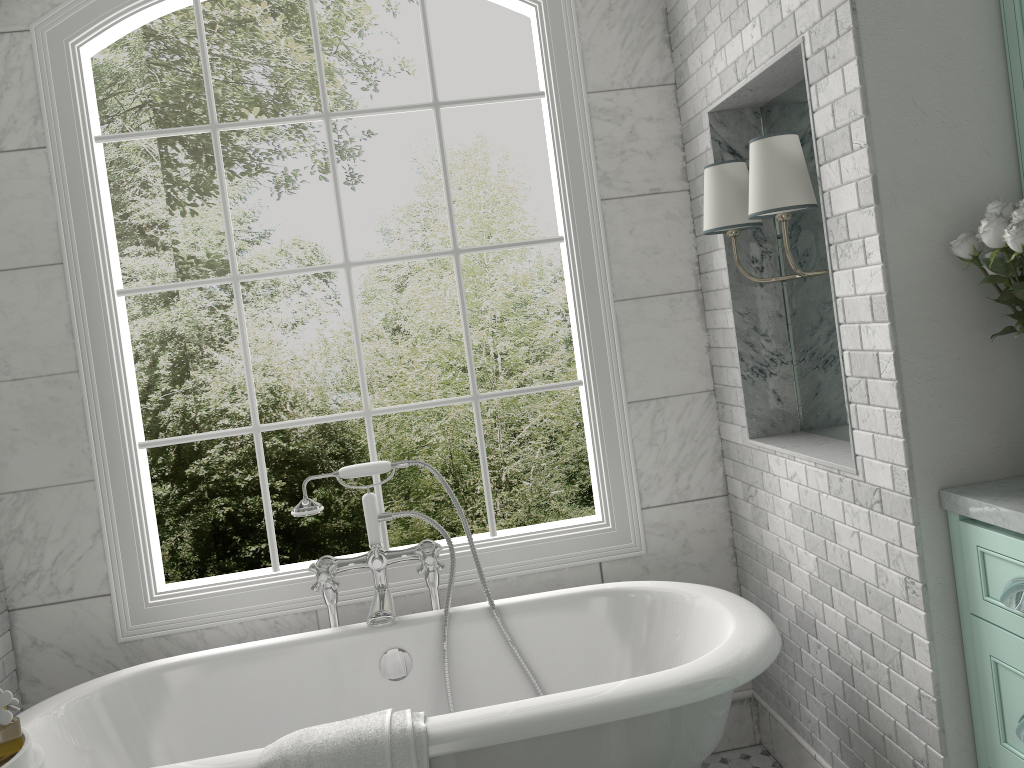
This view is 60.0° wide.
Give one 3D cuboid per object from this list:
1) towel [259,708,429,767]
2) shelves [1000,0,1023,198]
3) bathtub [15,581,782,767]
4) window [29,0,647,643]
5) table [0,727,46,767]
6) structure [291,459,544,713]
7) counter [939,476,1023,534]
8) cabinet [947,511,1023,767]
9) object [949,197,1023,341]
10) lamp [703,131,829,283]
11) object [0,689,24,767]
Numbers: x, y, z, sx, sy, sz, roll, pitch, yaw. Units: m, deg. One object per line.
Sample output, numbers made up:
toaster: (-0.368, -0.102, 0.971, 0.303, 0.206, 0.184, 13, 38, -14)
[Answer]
towel: (-0.352, 1.000, 2.039, 0.375, 0.463, 0.453, -8, 3, -5)
shelves: (1.523, -0.812, 0.665, 0.465, 2.121, 2.811, -8, 3, -7)
bathtub: (-0.290, 1.150, 2.445, 2.166, 0.757, 0.942, -8, 3, -7)
window: (-0.576, -0.414, 3.101, 1.832, 2.321, 0.118, -8, 1, -7)
table: (-1.142, 1.229, 1.794, 0.451, 0.905, 0.449, -9, 3, -45)
structure: (-0.269, 0.886, 2.809, 0.779, 1.284, 0.341, -7, 2, 3)
counter: (1.547, 0.208, 0.681, 0.824, 0.181, 2.810, -8, 4, -7)
cabinet: (1.611, 0.840, 0.693, 0.863, 1.096, 2.800, -8, 3, -7)
object: (1.178, -0.093, 1.829, 0.391, 0.653, 0.356, -7, 2, 5)
lamp: (0.769, -0.493, 2.581, 0.308, 0.383, 0.548, -8, 3, -7)
object: (-1.072, 0.717, 1.861, 0.084, 0.167, 0.097, -7, 2, 14)
